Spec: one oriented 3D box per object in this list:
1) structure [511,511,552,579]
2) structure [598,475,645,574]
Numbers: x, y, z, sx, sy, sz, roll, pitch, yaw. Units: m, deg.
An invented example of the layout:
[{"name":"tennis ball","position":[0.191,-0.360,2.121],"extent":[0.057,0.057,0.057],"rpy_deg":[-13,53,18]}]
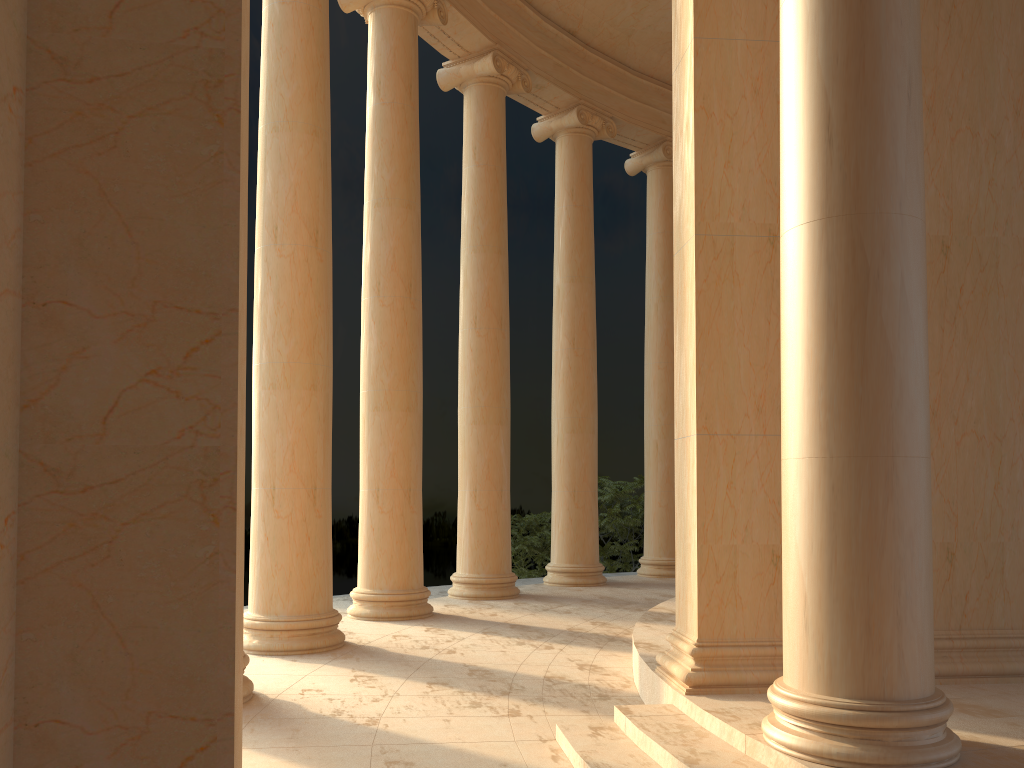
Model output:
[{"name":"structure","position":[20.064,312.141,1511.821],"extent":[149.225,187.691,156.306],"rpy_deg":[0,-4,7]},{"name":"structure","position":[207.377,310.199,1601.144],"extent":[247.149,298.480,238.621],"rpy_deg":[0,-4,-3]}]
